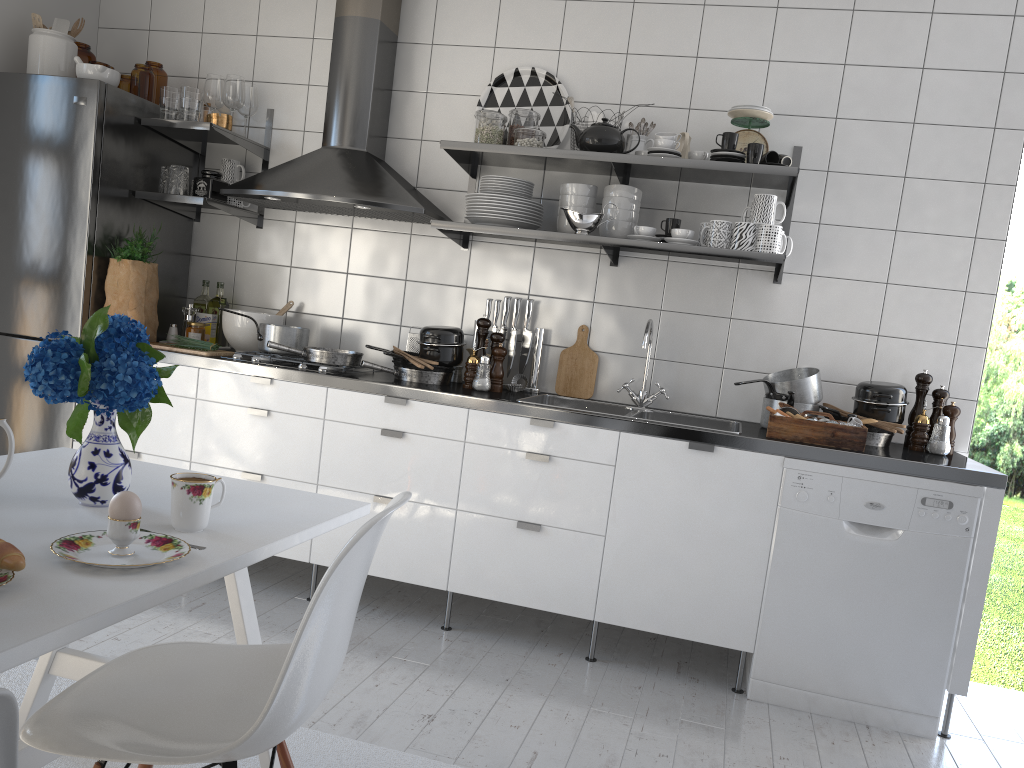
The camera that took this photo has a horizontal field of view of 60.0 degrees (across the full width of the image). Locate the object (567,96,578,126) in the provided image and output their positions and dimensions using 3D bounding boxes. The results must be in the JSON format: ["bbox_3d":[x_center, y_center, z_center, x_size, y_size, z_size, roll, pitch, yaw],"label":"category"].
[{"bbox_3d":[0.245,-0.957,3.346,0.113,0.251,0.021,9,6,18],"label":"object"}]

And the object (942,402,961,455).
[{"bbox_3d":[1.518,0.153,3.082,0.058,0.185,0.058,12,8,42],"label":"object"}]

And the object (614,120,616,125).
[{"bbox_3d":[0.374,-0.930,3.409,0.020,0.218,0.068,12,8,39],"label":"object"}]

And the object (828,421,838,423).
[{"bbox_3d":[1.042,0.145,2.886,0.055,0.052,0.034,7,5,0],"label":"object"}]

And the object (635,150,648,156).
[{"bbox_3d":[0.483,-0.815,3.217,0.079,0.048,0.082,6,4,-11],"label":"object"}]

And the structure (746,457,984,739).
[{"bbox_3d":[1.140,0.653,2.982,0.573,0.794,0.507,8,5,14],"label":"structure"}]

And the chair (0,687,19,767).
[{"bbox_3d":[-0.680,0.566,0.697,0.541,0.804,0.464,10,6,28],"label":"chair"}]

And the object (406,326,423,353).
[{"bbox_3d":[-0.384,-0.133,3.629,0.101,0.202,0.080,8,6,4],"label":"object"}]

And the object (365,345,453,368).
[{"bbox_3d":[-0.367,-0.091,3.362,0.245,0.081,0.355,9,4,22],"label":"object"}]

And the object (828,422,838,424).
[{"bbox_3d":[1.029,0.139,2.844,0.054,0.030,0.053,8,4,9],"label":"object"}]

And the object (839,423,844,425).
[{"bbox_3d":[1.082,0.153,2.858,0.053,0.050,0.069,5,5,-24],"label":"object"}]

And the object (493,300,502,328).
[{"bbox_3d":[-0.061,-0.284,3.583,0.027,0.115,0.019,8,6,9],"label":"object"}]

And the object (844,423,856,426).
[{"bbox_3d":[1.079,0.156,2.831,0.042,0.062,0.069,2,7,-45],"label":"object"}]

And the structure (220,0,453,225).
[{"bbox_3d":[-0.648,-1.237,3.478,0.867,1.097,0.471,8,6,14],"label":"structure"}]

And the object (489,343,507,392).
[{"bbox_3d":[-0.054,-0.063,3.341,0.058,0.185,0.058,12,8,42],"label":"object"}]

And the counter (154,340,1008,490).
[{"bbox_3d":[-0.012,0.060,3.315,3.234,0.046,0.649,8,4,14],"label":"counter"}]

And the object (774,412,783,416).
[{"bbox_3d":[0.875,0.118,2.889,0.049,0.048,0.048,9,5,25],"label":"object"}]

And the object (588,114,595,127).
[{"bbox_3d":[0.309,-0.941,3.423,0.028,0.221,0.100,6,6,-15],"label":"object"}]

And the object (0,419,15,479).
[{"bbox_3d":[-0.853,0.123,1.324,0.149,0.231,0.140,10,6,32],"label":"object"}]

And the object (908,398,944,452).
[{"bbox_3d":[1.436,0.138,3.081,0.080,0.193,0.058,7,6,3],"label":"object"}]

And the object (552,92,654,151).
[{"bbox_3d":[0.329,-0.962,3.371,0.378,0.280,0.197,7,5,-4],"label":"object"}]

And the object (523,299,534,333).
[{"bbox_3d":[0.072,-0.274,3.549,0.046,0.132,0.022,9,6,17],"label":"object"}]

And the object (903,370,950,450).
[{"bbox_3d":[1.480,0.093,3.151,0.123,0.284,0.060,9,6,19],"label":"object"}]

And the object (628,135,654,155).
[{"bbox_3d":[0.480,-0.865,3.337,0.084,0.130,0.083,6,5,-8],"label":"object"}]

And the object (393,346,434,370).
[{"bbox_3d":[-0.374,-0.100,3.307,0.059,0.061,0.332,5,5,-28],"label":"object"}]

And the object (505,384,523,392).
[{"bbox_3d":[0.008,0.013,3.475,0.072,0.031,0.070,8,4,14],"label":"object"}]

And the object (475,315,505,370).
[{"bbox_3d":[-0.092,-0.122,3.410,0.123,0.284,0.060,9,6,19],"label":"object"}]

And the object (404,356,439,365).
[{"bbox_3d":[-0.352,-0.088,3.338,0.065,0.021,0.334,6,4,-22],"label":"object"}]

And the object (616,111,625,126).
[{"bbox_3d":[0.374,-0.934,3.386,0.086,0.227,0.027,7,6,-3],"label":"object"}]

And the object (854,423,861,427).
[{"bbox_3d":[1.104,0.158,2.864,0.040,0.064,0.069,4,6,-28],"label":"object"}]

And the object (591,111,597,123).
[{"bbox_3d":[0.307,-0.949,3.443,0.029,0.233,0.062,7,6,2],"label":"object"}]

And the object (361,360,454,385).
[{"bbox_3d":[-0.400,-0.047,3.396,0.351,0.061,0.231,7,4,-8],"label":"object"}]

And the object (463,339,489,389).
[{"bbox_3d":[-0.136,-0.077,3.340,0.080,0.193,0.058,7,6,3],"label":"object"}]

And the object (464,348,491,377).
[{"bbox_3d":[-0.124,-0.064,3.517,0.116,0.145,0.127,3,6,-37],"label":"object"}]

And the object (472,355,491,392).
[{"bbox_3d":[-0.107,-0.041,3.287,0.069,0.135,0.069,7,6,-6],"label":"object"}]

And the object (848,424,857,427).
[{"bbox_3d":[1.080,0.159,2.826,0.069,0.060,0.043,10,6,31],"label":"object"}]

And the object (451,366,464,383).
[{"bbox_3d":[-0.227,-0.041,3.566,0.066,0.068,0.052,5,6,-25],"label":"object"}]

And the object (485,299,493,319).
[{"bbox_3d":[-0.095,-0.289,3.592,0.027,0.115,0.019,8,6,9],"label":"object"}]

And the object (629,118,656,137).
[{"bbox_3d":[0.481,-0.908,3.345,0.104,0.204,0.077,8,6,12],"label":"object"}]

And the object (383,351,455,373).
[{"bbox_3d":[-0.381,-0.079,3.367,0.347,0.082,0.242,5,5,-35],"label":"object"}]

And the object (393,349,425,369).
[{"bbox_3d":[-0.389,-0.095,3.300,0.064,0.044,0.333,6,4,-19],"label":"object"}]

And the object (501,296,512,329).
[{"bbox_3d":[-0.023,-0.288,3.572,0.033,0.132,0.022,9,6,18],"label":"object"}]

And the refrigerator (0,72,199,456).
[{"bbox_3d":[-1.842,-0.284,3.733,0.575,1.807,0.692,9,6,14],"label":"refrigerator"}]

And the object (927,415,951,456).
[{"bbox_3d":[1.465,0.174,3.028,0.069,0.135,0.069,7,6,-6],"label":"object"}]

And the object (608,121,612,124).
[{"bbox_3d":[0.352,-0.915,3.380,0.023,0.187,0.081,10,6,23],"label":"object"}]

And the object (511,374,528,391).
[{"bbox_3d":[0.033,-0.006,3.536,0.069,0.069,0.029,9,6,19],"label":"object"}]

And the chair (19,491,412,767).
[{"bbox_3d":[-0.480,0.542,1.448,0.542,0.804,0.463,7,5,3],"label":"chair"}]

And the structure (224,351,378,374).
[{"bbox_3d":[-0.816,-0.090,3.502,0.466,0.029,0.489,8,4,14],"label":"structure"}]

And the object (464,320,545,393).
[{"bbox_3d":[-0.025,-0.111,3.586,0.321,0.261,0.066,8,6,14],"label":"object"}]

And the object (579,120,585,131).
[{"bbox_3d":[0.269,-0.928,3.417,0.023,0.187,0.080,6,6,-12],"label":"object"}]

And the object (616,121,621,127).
[{"bbox_3d":[0.360,-0.910,3.347,0.090,0.181,0.023,6,6,-13],"label":"object"}]

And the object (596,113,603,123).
[{"bbox_3d":[0.337,-0.942,3.430,0.025,0.228,0.085,5,6,-17],"label":"object"}]

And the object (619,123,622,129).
[{"bbox_3d":[0.377,-0.913,3.366,0.062,0.191,0.023,7,6,-5],"label":"object"}]

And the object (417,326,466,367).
[{"bbox_3d":[-0.272,-0.145,3.395,0.190,0.159,0.196,5,5,-25],"label":"object"}]

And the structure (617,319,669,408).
[{"bbox_3d":[0.533,-0.065,3.359,0.189,0.354,0.273,6,5,-10],"label":"structure"}]

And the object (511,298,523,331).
[{"bbox_3d":[0.018,-0.282,3.562,0.033,0.132,0.022,9,6,18],"label":"object"}]

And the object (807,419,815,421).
[{"bbox_3d":[0.963,0.134,2.863,0.050,0.043,0.049,5,5,-27],"label":"object"}]

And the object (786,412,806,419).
[{"bbox_3d":[0.989,0.147,2.878,0.219,0.085,0.030,10,6,39],"label":"object"}]
